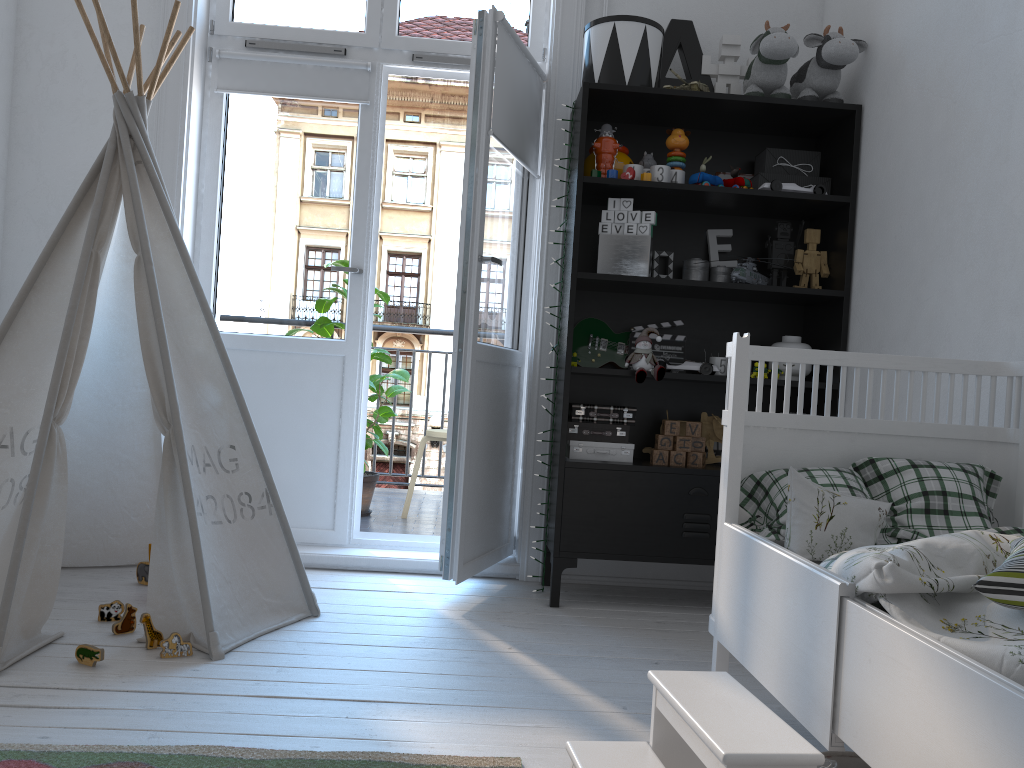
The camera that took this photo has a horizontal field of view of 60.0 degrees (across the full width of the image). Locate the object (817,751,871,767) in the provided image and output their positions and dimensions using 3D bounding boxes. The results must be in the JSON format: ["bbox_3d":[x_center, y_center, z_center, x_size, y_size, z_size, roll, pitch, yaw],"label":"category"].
[{"bbox_3d":[0.544,0.656,1.323,0.215,0.148,0.240,4,0,4],"label":"object"}]

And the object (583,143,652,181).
[{"bbox_3d":[0.345,-0.752,2.995,0.197,0.197,0.318,4,0,-7],"label":"object"}]

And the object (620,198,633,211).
[{"bbox_3d":[0.376,-0.584,2.905,0.040,0.040,0.040,4,0,7],"label":"object"}]

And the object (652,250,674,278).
[{"bbox_3d":[0.534,-0.402,3.139,0.070,0.134,0.028,4,0,-3],"label":"object"}]

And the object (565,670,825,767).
[{"bbox_3d":[0.248,0.587,1.277,0.288,0.245,0.332,4,0,-8],"label":"object"}]

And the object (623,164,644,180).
[{"bbox_3d":[0.399,-0.684,2.927,0.067,0.067,0.067,4,0,-2],"label":"object"}]

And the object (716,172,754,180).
[{"bbox_3d":[0.900,-0.686,3.176,0.347,0.131,0.037,4,0,-3],"label":"object"}]

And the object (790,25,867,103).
[{"bbox_3d":[1.003,-1.035,2.975,0.211,0.253,0.386,4,0,-19],"label":"object"}]

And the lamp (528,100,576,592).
[{"bbox_3d":[0.590,-0.101,3.075,0.985,1.684,0.095,4,0,-6],"label":"lamp"}]

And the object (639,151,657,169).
[{"bbox_3d":[0.469,-0.726,3.077,0.063,0.160,0.063,4,0,-24],"label":"object"}]

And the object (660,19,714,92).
[{"bbox_3d":[0.587,-1.109,3.144,0.343,0.344,0.057,4,0,-3],"label":"object"}]

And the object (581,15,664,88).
[{"bbox_3d":[0.398,-1.080,3.059,0.272,0.259,0.395,4,0,25],"label":"object"}]

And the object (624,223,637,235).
[{"bbox_3d":[0.389,-0.503,2.901,0.040,0.040,0.040,4,0,12],"label":"object"}]

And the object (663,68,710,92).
[{"bbox_3d":[0.591,-0.988,2.961,0.121,0.100,0.338,4,0,32],"label":"object"}]

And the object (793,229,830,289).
[{"bbox_3d":[1.014,-0.415,3.003,0.114,0.221,0.052,4,0,-4],"label":"object"}]

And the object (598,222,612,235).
[{"bbox_3d":[0.308,-0.508,2.919,0.040,0.040,0.040,4,0,12],"label":"object"}]

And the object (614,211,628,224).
[{"bbox_3d":[0.360,-0.545,2.908,0.040,0.040,0.040,4,0,17],"label":"object"}]

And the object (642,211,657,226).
[{"bbox_3d":[0.448,-0.539,2.889,0.040,0.040,0.040,4,0,22],"label":"object"}]

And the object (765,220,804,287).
[{"bbox_3d":[0.936,-0.439,3.061,0.117,0.259,0.081,4,0,-3],"label":"object"}]

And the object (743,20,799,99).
[{"bbox_3d":[0.852,-1.044,2.963,0.154,0.253,0.370,4,0,5],"label":"object"}]

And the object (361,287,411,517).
[{"bbox_3d":[-0.807,0.018,4.349,0.720,1.225,0.489,4,0,7],"label":"object"}]

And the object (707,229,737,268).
[{"bbox_3d":[0.748,-0.481,3.159,0.107,0.151,0.055,4,0,-3],"label":"object"}]

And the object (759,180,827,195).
[{"bbox_3d":[0.927,-0.641,2.932,0.230,0.048,0.098,4,0,-13],"label":"object"}]

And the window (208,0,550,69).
[{"bbox_3d":[-0.474,-1.555,3.303,1.263,0.660,0.101,4,0,-3],"label":"window"}]

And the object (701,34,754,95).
[{"bbox_3d":[0.760,-1.071,3.123,0.190,0.290,0.065,4,0,2],"label":"object"}]

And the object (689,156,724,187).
[{"bbox_3d":[0.654,-0.697,2.964,0.121,0.126,0.087,4,0,-26],"label":"object"}]

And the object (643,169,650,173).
[{"bbox_3d":[0.450,-0.681,2.974,0.067,0.067,0.067,4,0,-29],"label":"object"}]

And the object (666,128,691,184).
[{"bbox_3d":[0.548,-0.748,2.959,0.077,0.213,0.077,4,0,30],"label":"object"}]

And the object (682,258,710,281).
[{"bbox_3d":[0.644,-0.383,3.111,0.095,0.110,0.095,4,0,2],"label":"object"}]

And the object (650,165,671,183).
[{"bbox_3d":[0.486,-0.679,2.917,0.067,0.067,0.067,4,0,-2],"label":"object"}]

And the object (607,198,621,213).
[{"bbox_3d":[0.335,-0.586,2.914,0.040,0.040,0.040,4,0,2],"label":"object"}]

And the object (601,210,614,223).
[{"bbox_3d":[0.315,-0.547,2.917,0.040,0.040,0.040,4,0,7],"label":"object"}]

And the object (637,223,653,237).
[{"bbox_3d":[0.434,-0.500,2.892,0.040,0.040,0.040,4,0,27],"label":"object"}]

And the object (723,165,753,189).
[{"bbox_3d":[0.761,-0.690,3.012,0.087,0.112,0.122,4,0,-32],"label":"object"}]

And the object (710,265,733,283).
[{"bbox_3d":[0.746,-0.369,3.033,0.078,0.091,0.246,4,0,-8],"label":"object"}]

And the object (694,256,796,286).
[{"bbox_3d":[0.800,-0.372,3.003,0.368,0.106,0.349,4,0,-1],"label":"object"}]

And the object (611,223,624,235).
[{"bbox_3d":[0.347,-0.505,2.918,0.040,0.040,0.040,4,0,2],"label":"object"}]

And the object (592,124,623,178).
[{"bbox_3d":[0.316,-0.758,2.922,0.105,0.203,0.072,4,0,5],"label":"object"}]

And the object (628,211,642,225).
[{"bbox_3d":[0.404,-0.542,2.899,0.040,0.040,0.040,4,0,27],"label":"object"}]
